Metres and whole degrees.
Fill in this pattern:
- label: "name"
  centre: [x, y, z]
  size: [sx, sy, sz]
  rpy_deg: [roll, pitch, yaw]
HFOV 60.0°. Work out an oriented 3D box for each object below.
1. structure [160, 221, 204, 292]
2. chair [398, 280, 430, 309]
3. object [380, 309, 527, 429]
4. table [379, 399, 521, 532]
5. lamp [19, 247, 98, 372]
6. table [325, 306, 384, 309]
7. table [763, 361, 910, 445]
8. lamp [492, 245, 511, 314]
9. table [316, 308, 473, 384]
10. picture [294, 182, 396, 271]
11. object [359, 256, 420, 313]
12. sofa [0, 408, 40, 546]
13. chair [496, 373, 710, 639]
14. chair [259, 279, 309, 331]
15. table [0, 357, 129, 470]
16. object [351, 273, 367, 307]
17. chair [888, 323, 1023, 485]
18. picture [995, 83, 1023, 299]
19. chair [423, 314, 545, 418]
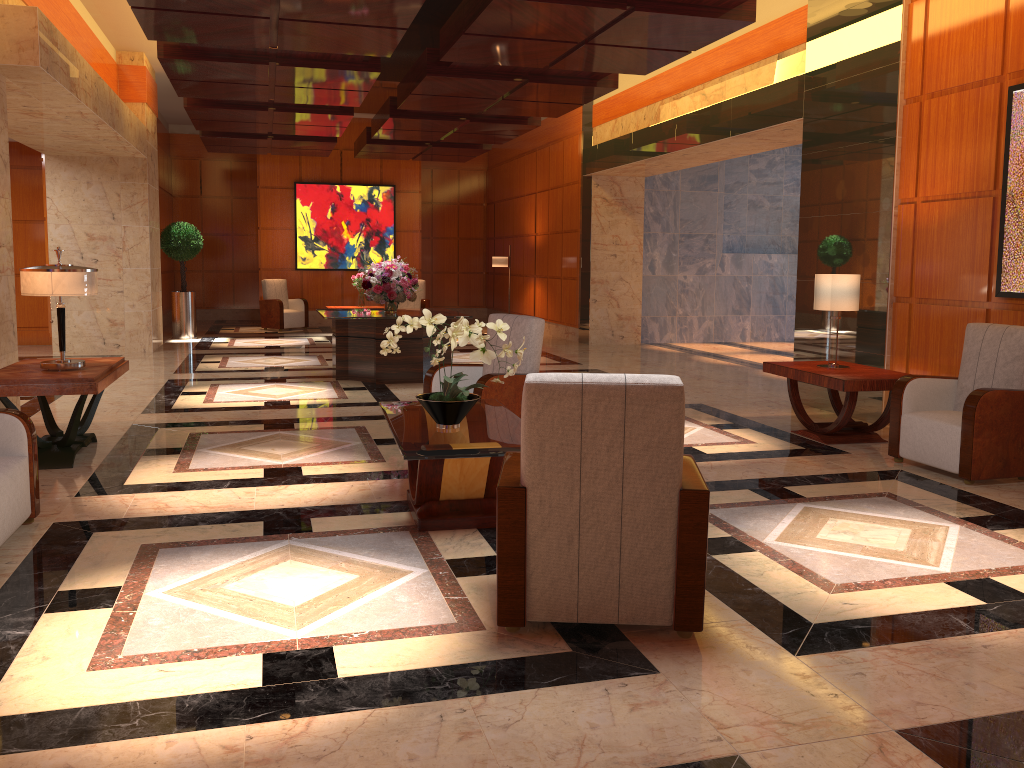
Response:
- label: "structure"
  centre: [-5.539, -1.883, 14.889]
  size: [0.722, 1.706, 0.724]
  rpy_deg: [-4, 8, -37]
- label: "chair"
  centre: [-2.039, -1.595, 17.642]
  size: [0.738, 0.957, 0.631]
  rpy_deg: [1, 6, 3]
- label: "object"
  centre: [-0.308, -0.083, 4.543]
  size: [0.789, 0.615, 0.418]
  rpy_deg: [-5, 8, -38]
- label: "table"
  centre: [-0.291, 0.451, 4.725]
  size: [0.722, 0.494, 1.567]
  rpy_deg: [-1, 8, -12]
- label: "lamp"
  centre: [-2.964, -0.496, 5.823]
  size: [0.458, 0.807, 0.460]
  rpy_deg: [0, 6, -6]
- label: "table"
  centre: [-2.628, -1.071, 15.401]
  size: [1.168, 0.532, 0.728]
  rpy_deg: [-2, 7, -16]
- label: "table"
  centre: [2.570, 0.151, 6.930]
  size: [0.725, 0.532, 1.173]
  rpy_deg: [-1, 8, -12]
- label: "lamp"
  centre: [-0.121, -1.826, 16.966]
  size: [0.527, 1.654, 0.361]
  rpy_deg: [-2, 6, -25]
- label: "table"
  centre: [-1.417, -0.462, 10.314]
  size: [1.600, 0.742, 1.607]
  rpy_deg: [-2, 8, -15]
- label: "picture"
  centre: [-3.335, -3.146, 17.791]
  size: [1.997, 1.730, 0.057]
  rpy_deg: [-1, 6, -15]
- label: "object"
  centre: [-1.404, -1.156, 10.228]
  size: [0.650, 0.656, 0.682]
  rpy_deg: [-2, 7, -24]
- label: "sofa"
  centre: [-2.464, 0.358, 3.560]
  size: [0.613, 0.928, 1.806]
  rpy_deg: [-1, 8, -15]
- label: "chair"
  centre: [0.328, 0.405, 3.330]
  size: [0.738, 0.957, 0.631]
  rpy_deg: [1, 6, 3]
- label: "chair"
  centre: [-4.384, -1.528, 16.989]
  size: [0.629, 0.957, 0.740]
  rpy_deg: [5, 8, 33]
- label: "table"
  centre: [-3.073, 0.189, 6.004]
  size: [0.726, 0.604, 1.276]
  rpy_deg: [-1, 8, -15]
- label: "object"
  centre: [-2.617, -1.636, 15.378]
  size: [0.350, 0.593, 0.328]
  rpy_deg: [1, 6, 4]
- label: "chair"
  centre: [2.988, 0.091, 5.799]
  size: [0.629, 0.957, 0.741]
  rpy_deg: [-1, 7, -17]
- label: "picture"
  centre: [3.713, -1.200, 5.241]
  size: [0.056, 1.446, 2.005]
  rpy_deg: [-1, 7, -15]
- label: "chair"
  centre: [-0.181, -0.006, 6.269]
  size: [0.629, 0.957, 0.740]
  rpy_deg: [-4, 8, -36]
